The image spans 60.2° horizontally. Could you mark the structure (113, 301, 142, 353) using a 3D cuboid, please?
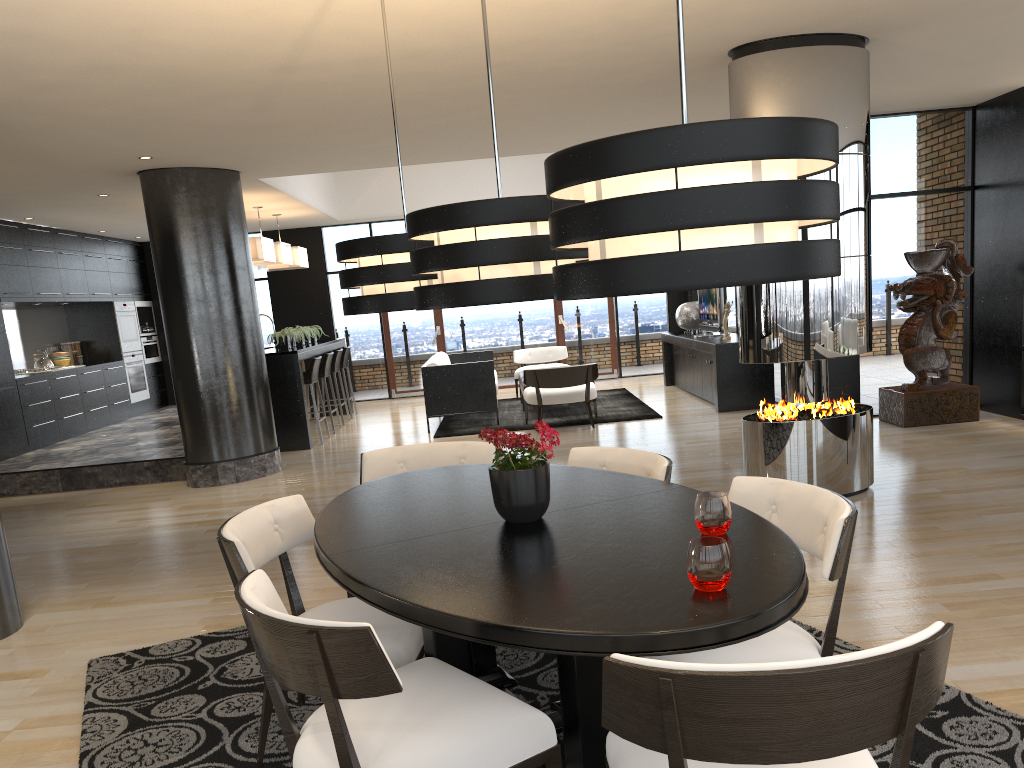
[{"bbox_3d":[-5.505,-0.823,12.634,0.086,0.718,0.691,-5,8,-1],"label":"structure"}]

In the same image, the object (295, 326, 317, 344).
[{"bbox_3d":[-2.618,-0.631,11.212,0.398,0.243,0.400,-2,8,24],"label":"object"}]

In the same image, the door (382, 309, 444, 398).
[{"bbox_3d":[-1.553,-0.807,13.807,0.898,2.025,0.093,-5,11,0],"label":"door"}]

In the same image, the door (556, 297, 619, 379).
[{"bbox_3d":[1.161,-1.054,13.828,0.898,2.025,0.093,-5,11,0],"label":"door"}]

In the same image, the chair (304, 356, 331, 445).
[{"bbox_3d":[-2.365,0.195,9.975,0.519,0.979,0.468,-5,10,-1],"label":"chair"}]

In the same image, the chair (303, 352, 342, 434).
[{"bbox_3d":[-2.385,0.120,10.747,0.519,0.979,0.468,-5,10,-1],"label":"chair"}]

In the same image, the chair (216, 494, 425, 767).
[{"bbox_3d":[-0.594,0.813,2.965,0.616,0.819,0.632,-4,9,5],"label":"chair"}]

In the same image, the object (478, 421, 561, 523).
[{"bbox_3d":[0.031,0.261,2.664,0.227,0.303,0.235,-8,10,-21],"label":"object"}]

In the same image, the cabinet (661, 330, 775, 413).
[{"bbox_3d":[2.474,-0.230,10.984,0.621,0.751,2.997,-5,6,-1],"label":"cabinet"}]

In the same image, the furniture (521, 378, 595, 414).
[{"bbox_3d":[0.541,0.121,10.530,0.827,0.491,0.816,-5,7,-1],"label":"furniture"}]

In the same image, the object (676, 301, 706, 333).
[{"bbox_3d":[2.421,-0.890,11.783,0.462,0.413,0.459,-8,8,-18],"label":"object"}]

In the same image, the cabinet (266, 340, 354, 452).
[{"bbox_3d":[-2.853,0.097,10.990,1.179,1.052,3.072,-5,6,-1],"label":"cabinet"}]

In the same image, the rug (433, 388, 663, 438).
[{"bbox_3d":[0.377,0.326,11.046,2.481,0.012,2.991,-5,6,0],"label":"rug"}]

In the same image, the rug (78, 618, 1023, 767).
[{"bbox_3d":[0.106,1.175,2.776,2.702,0.011,3.690,-8,6,-23],"label":"rug"}]

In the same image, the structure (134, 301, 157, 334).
[{"bbox_3d":[-5.524,-1.009,13.310,0.026,0.481,0.667,-5,7,-1],"label":"structure"}]

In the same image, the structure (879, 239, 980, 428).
[{"bbox_3d":[3.720,-0.461,7.840,0.731,1.619,0.508,-5,10,-1],"label":"structure"}]

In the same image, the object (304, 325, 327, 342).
[{"bbox_3d":[-2.683,-0.652,11.594,0.407,0.220,0.392,-2,8,24],"label":"object"}]

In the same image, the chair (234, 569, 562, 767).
[{"bbox_3d":[-0.310,0.861,2.228,0.610,0.819,0.639,-12,11,-37],"label":"chair"}]

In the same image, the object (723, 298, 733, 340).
[{"bbox_3d":[2.408,-0.727,9.914,0.105,0.466,0.252,-5,10,0],"label":"object"}]

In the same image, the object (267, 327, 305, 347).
[{"bbox_3d":[-2.621,-0.551,10.416,0.407,0.243,0.392,-2,8,24],"label":"object"}]

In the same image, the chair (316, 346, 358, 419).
[{"bbox_3d":[-2.419,-0.012,12.096,0.519,0.979,0.468,-5,10,-1],"label":"chair"}]

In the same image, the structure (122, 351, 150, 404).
[{"bbox_3d":[-5.441,-0.105,12.772,0.086,0.718,0.691,-5,8,-1],"label":"structure"}]

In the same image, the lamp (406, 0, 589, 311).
[{"bbox_3d":[-0.066,-0.893,2.394,0.532,1.350,0.530,-10,11,-23],"label":"lamp"}]

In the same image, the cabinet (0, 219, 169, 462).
[{"bbox_3d":[-5.783,-0.602,10.879,0.728,2.560,5.649,-5,7,-1],"label":"cabinet"}]

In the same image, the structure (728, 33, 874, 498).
[{"bbox_3d":[1.836,-0.651,5.548,0.890,2.786,0.578,-7,11,-12],"label":"structure"}]

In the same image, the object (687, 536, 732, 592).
[{"bbox_3d":[0.430,0.394,1.928,0.095,0.108,0.094,0,10,33],"label":"object"}]

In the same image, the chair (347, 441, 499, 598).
[{"bbox_3d":[-0.358,0.701,3.873,0.643,0.819,0.606,-4,9,6],"label":"chair"}]

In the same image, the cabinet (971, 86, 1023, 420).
[{"bbox_3d":[5.593,-1.194,7.603,2.662,2.785,1.166,-5,10,1],"label":"cabinet"}]

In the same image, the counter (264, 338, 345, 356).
[{"bbox_3d":[-2.900,-0.435,10.888,1.179,0.032,3.072,-5,6,-1],"label":"counter"}]

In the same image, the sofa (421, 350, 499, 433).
[{"bbox_3d":[-0.590,0.024,10.890,0.838,0.815,2.004,-5,6,-1],"label":"sofa"}]

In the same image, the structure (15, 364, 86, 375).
[{"bbox_3d":[-5.750,-0.171,10.960,0.520,0.067,0.888,-5,6,-1],"label":"structure"}]

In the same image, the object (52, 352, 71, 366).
[{"bbox_3d":[-6.000,-0.323,11.768,0.185,0.208,0.202,-5,8,0],"label":"object"}]

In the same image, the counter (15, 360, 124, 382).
[{"bbox_3d":[-5.767,-0.147,10.964,0.730,0.034,2.822,-5,6,-1],"label":"counter"}]

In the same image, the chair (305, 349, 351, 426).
[{"bbox_3d":[-2.402,0.053,11.434,0.519,0.979,0.468,-5,10,-1],"label":"chair"}]

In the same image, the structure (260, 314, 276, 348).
[{"bbox_3d":[-3.187,-0.336,10.899,0.655,1.032,2.738,-5,6,-1],"label":"structure"}]

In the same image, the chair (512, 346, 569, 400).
[{"bbox_3d":[0.428,-0.160,12.483,0.805,0.685,0.674,-5,8,-1],"label":"chair"}]

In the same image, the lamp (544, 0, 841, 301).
[{"bbox_3d":[0.292,-0.844,1.579,0.532,1.350,0.530,-10,11,-23],"label":"lamp"}]

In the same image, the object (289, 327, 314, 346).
[{"bbox_3d":[-2.606,-0.584,10.844,0.398,0.220,0.400,-2,8,24],"label":"object"}]

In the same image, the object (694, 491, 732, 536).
[{"bbox_3d":[0.533,0.344,2.341,0.095,0.108,0.094,-7,9,-12],"label":"object"}]

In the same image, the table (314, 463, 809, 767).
[{"bbox_3d":[0.060,0.792,2.766,1.203,0.780,2.086,-8,7,-21],"label":"table"}]

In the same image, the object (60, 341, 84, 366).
[{"bbox_3d":[-6.038,-0.416,12.125,0.113,0.320,0.360,-5,8,-1],"label":"object"}]

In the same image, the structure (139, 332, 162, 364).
[{"bbox_3d":[-5.484,-0.548,13.399,0.070,0.451,0.668,-5,7,-1],"label":"structure"}]

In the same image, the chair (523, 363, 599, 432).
[{"bbox_3d":[0.535,0.130,9.478,0.805,0.685,0.674,-5,8,-1],"label":"chair"}]

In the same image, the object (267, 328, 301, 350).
[{"bbox_3d":[-2.636,-0.510,10.013,0.398,0.243,0.400,-2,8,24],"label":"object"}]

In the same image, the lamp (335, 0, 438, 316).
[{"bbox_3d":[-0.423,-0.942,3.208,0.532,1.350,0.530,-10,11,-23],"label":"lamp"}]

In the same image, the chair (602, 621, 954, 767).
[{"bbox_3d":[0.500,0.830,1.808,0.642,0.819,0.607,-5,9,-2],"label":"chair"}]

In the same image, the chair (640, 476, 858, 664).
[{"bbox_3d":[0.663,0.735,2.611,0.614,0.819,0.634,-7,9,-13],"label":"chair"}]

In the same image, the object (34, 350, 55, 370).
[{"bbox_3d":[-5.679,-0.301,10.686,0.221,0.233,0.218,-6,9,-8],"label":"object"}]

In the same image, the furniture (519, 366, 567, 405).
[{"bbox_3d":[0.520,0.040,11.366,0.827,0.491,0.816,-5,7,-1],"label":"furniture"}]

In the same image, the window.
[{"bbox_3d":[1.545,-1.844,7.224,10.097,4.857,15.714,-7,6,-14],"label":"window"}]

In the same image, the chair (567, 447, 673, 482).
[{"bbox_3d":[0.286,0.692,3.382,0.611,0.819,0.638,-10,10,-30],"label":"chair"}]

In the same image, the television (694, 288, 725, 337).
[{"bbox_3d":[2.421,-0.949,10.827,0.409,0.722,0.918,-2,8,18],"label":"television"}]
